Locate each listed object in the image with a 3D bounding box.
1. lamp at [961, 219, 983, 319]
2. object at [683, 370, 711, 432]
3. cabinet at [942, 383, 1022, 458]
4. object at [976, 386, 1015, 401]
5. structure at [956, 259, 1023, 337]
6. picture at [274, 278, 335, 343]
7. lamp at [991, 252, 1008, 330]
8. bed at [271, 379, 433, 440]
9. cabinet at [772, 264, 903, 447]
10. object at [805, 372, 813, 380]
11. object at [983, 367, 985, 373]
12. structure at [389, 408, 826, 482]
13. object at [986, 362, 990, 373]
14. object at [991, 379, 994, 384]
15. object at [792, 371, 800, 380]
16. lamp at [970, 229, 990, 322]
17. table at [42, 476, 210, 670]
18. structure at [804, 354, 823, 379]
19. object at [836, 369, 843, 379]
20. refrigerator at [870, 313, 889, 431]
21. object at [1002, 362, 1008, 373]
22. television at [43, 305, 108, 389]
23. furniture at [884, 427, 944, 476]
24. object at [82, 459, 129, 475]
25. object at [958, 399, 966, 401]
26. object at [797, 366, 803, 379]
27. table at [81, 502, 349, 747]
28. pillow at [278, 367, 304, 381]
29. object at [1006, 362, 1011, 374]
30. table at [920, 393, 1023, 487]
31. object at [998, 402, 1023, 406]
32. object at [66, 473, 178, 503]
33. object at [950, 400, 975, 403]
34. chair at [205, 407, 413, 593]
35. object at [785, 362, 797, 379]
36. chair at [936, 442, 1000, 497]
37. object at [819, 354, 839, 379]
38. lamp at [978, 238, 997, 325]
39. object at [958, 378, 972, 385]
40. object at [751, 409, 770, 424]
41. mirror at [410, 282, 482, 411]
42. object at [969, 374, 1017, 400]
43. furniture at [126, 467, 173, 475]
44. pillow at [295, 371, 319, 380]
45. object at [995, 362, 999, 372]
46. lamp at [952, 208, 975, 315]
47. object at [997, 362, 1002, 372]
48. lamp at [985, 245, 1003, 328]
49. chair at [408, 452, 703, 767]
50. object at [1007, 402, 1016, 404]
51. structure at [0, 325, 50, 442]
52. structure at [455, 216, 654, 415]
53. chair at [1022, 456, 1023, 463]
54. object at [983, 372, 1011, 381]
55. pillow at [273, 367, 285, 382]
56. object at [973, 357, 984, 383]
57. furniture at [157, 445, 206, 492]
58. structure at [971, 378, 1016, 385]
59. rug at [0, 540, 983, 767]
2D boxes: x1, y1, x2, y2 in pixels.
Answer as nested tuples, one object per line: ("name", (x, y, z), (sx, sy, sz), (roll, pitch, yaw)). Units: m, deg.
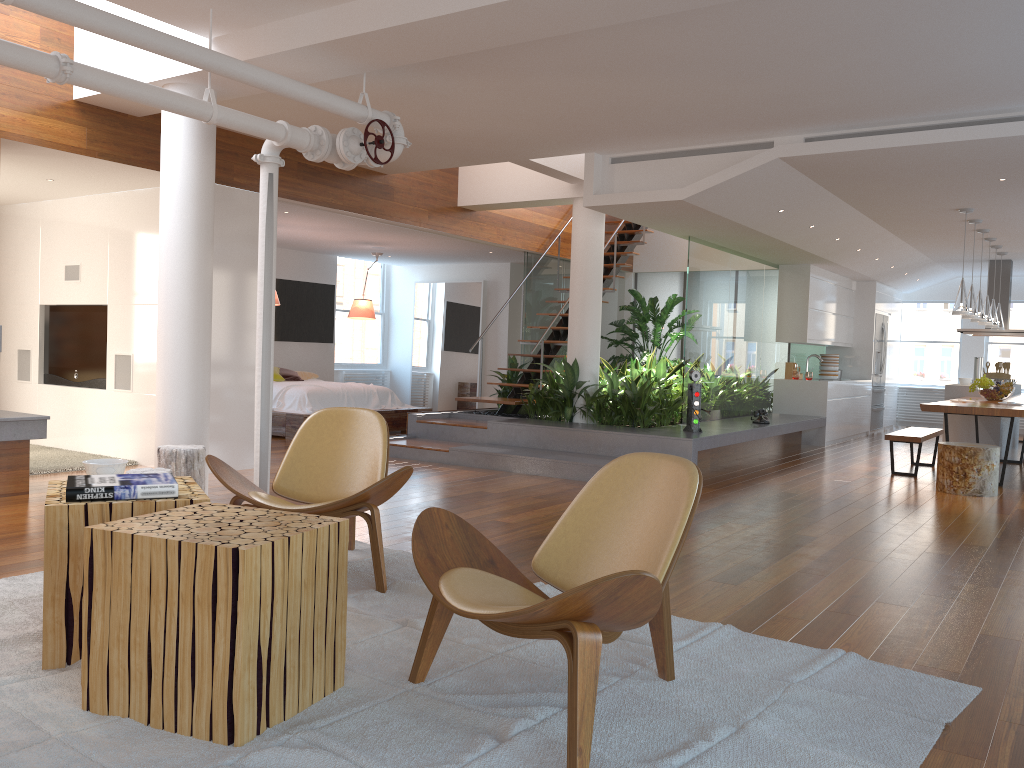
("lamp", (4.649, -1.188, 8.942), (0.160, 1.060, 0.160), (1, 2, -29))
("object", (1.691, 0.161, 8.050), (0.134, 0.565, 0.318), (1, 2, -20))
("cabinet", (6.154, 0.422, 11.533), (0.597, 0.832, 2.936), (3, 3, 33))
("object", (5.090, 0.105, 9.340), (0.360, 0.159, 0.360), (2, 2, -3))
("structure", (6.713, -1.368, 12.209), (0.909, 1.405, 0.900), (3, 3, 33))
("picture", (-3.425, -1.005, 11.762), (0.001, 0.854, 2.969), (3, 3, 33))
("lamp", (6.248, -1.221, 11.352), (0.160, 1.060, 0.160), (1, 2, -29))
("bed", (-2.591, 0.254, 11.089), (2.314, 0.595, 2.207), (3, 3, 33))
("cabinet", (4.906, -0.388, 13.059), (0.676, 2.280, 4.565), (3, 3, 33))
("object", (3.794, -0.102, 11.321), (0.094, 0.106, 0.094), (4, 3, 39))
("object", (6.794, -0.159, 12.749), (0.199, 0.259, 0.016), (4, 3, 44))
("structure", (1.428, 0.549, 10.079), (3.088, 0.386, 5.584), (3, 3, 33))
("object", (6.826, -0.175, 12.730), (0.055, 0.299, 0.027), (3, 3, 33))
("object", (5.656, -0.017, 10.562), (0.152, 0.082, 0.152), (2, 2, -6))
("object", (3.668, -0.112, 11.460), (0.094, 0.106, 0.094), (4, 3, 39))
("lamp", (5.049, -1.196, 9.545), (0.160, 1.060, 0.160), (1, 2, -29))
("table", (-1.355, 0.634, 3.102), (0.489, 0.534, 0.548), (1, 2, -26))
("structure", (4.200, -0.149, 12.326), (0.248, 0.536, 0.115), (3, 3, 34))
("object", (4.739, -0.172, 13.096), (0.284, 0.196, 0.265), (1, 2, -14))
("refrigerator", (5.355, -0.178, 13.656), (0.725, 1.772, 0.908), (3, 3, 33))
("object", (6.997, -0.162, 12.596), (0.068, 0.298, 0.039), (3, 3, 33))
("television", (-3.861, -0.339, 7.951), (1.075, 0.729, 0.091), (3, 3, 33))
("furniture", (4.029, 0.670, 8.865), (0.316, 0.389, 1.433), (3, 3, 33))
("object", (-1.465, 0.319, 3.195), (0.152, 0.082, 0.152), (2, 2, -6))
("object", (4.385, 0.164, 8.639), (0.070, 0.030, 0.079), (2, 2, -3))
("object", (3.850, -0.152, 11.962), (0.100, 0.170, 0.173), (3, 3, 35))
("table", (-0.850, 0.670, 2.590), (0.548, 0.534, 0.489), (3, 2, 22))
("pillow", (-2.942, -0.136, 11.240), (0.534, 0.185, 0.372), (1, 2, -27))
("object", (7.038, -0.160, 12.590), (0.057, 0.294, 0.030), (3, 3, 33))
("table", (5.659, 0.518, 10.187), (0.893, 0.704, 5.996), (3, 3, 33))
("object", (4.709, 0.191, 8.367), (0.222, 0.020, 0.222), (3, 2, 25))
("object", (-1.317, 0.348, 2.996), (0.334, 0.048, 0.279), (1, 2, -25))
("object", (4.385, 0.170, 8.639), (0.222, 0.020, 0.222), (1, 2, -16))
("chair", (-0.834, 0.509, 4.021), (0.856, 0.752, 0.867), (4, 3, 39))
("object", (3.702, -0.176, 11.762), (0.104, 0.222, 0.200), (3, 3, 34))
("chair", (3.805, 0.706, 7.408), (0.460, 0.400, 0.460), (4, 3, 43))
("object", (4.557, -0.248, 12.753), (0.266, 0.356, 0.267), (1, 2, -31))
("lamp", (5.449, -1.205, 10.147), (0.160, 1.060, 0.160), (1, 2, -29))
("object", (5.517, -0.031, 10.803), (0.152, 0.082, 0.152), (1, 2, -17))
("object", (2.646, 0.343, 9.479), (0.216, 0.155, 0.181), (2, 2, -2))
("mirror", (-1.022, -0.522, 13.534), (1.267, 2.044, 0.049), (3, 3, 33))
("object", (5.079, 0.041, 9.364), (0.394, 0.284, 0.292), (2, 2, -2))
("furniture", (-1.963, 0.636, 4.816), (0.294, 0.333, 0.292), (2, 2, 4))
("pillow", (-3.131, -0.077, 11.388), (0.467, 0.212, 1.410), (3, 2, 32))
("object", (6.925, -0.168, 12.664), (0.061, 0.299, 0.040), (3, 2, 31))
("lamp", (4.250, -1.180, 8.340), (0.160, 1.060, 0.160), (1, 2, -29))
("object", (6.943, -0.166, 12.629), (0.057, 0.299, 0.019), (3, 3, 33))
("lamp", (5.848, -1.213, 10.750), (0.160, 1.060, 0.160), (1, 2, -29))
("chair", (0.144, 0.598, 2.512), (0.867, 0.752, 0.856), (2, 2, -6))
("object", (4.710, 0.185, 8.366), (0.070, 0.030, 0.079), (2, 2, -13))
("structure", (-3.784, -0.018, 5.524), (0.844, 0.737, 1.382), (3, 3, 33))
("structure", (1.691, -1.552, 10.671), (2.552, 4.265, 4.591), (3, 3, 33))
("chair", (5.913, 0.668, 9.867), (0.396, 0.455, 0.402), (3, 2, 23))
("object", (6.916, -0.089, 12.659), (0.353, 0.157, 0.084), (3, 3, 33))
("pillow", (-2.965, -0.109, 11.309), (0.805, 0.240, 1.341), (3, 2, 30))
("object", (6.313, -0.183, 11.974), (0.172, 0.356, 0.120), (2, 2, -8))
("furniture", (-1.950, 0.579, 5.231), (0.290, 0.418, 0.298), (2, 2, -4))
("structure", (6.680, -0.039, 12.282), (0.520, 0.073, 0.650), (3, 3, 33))
("rug", (-0.914, 0.892, 2.607), (3.525, 0.057, 3.478), (4, 3, 38))
